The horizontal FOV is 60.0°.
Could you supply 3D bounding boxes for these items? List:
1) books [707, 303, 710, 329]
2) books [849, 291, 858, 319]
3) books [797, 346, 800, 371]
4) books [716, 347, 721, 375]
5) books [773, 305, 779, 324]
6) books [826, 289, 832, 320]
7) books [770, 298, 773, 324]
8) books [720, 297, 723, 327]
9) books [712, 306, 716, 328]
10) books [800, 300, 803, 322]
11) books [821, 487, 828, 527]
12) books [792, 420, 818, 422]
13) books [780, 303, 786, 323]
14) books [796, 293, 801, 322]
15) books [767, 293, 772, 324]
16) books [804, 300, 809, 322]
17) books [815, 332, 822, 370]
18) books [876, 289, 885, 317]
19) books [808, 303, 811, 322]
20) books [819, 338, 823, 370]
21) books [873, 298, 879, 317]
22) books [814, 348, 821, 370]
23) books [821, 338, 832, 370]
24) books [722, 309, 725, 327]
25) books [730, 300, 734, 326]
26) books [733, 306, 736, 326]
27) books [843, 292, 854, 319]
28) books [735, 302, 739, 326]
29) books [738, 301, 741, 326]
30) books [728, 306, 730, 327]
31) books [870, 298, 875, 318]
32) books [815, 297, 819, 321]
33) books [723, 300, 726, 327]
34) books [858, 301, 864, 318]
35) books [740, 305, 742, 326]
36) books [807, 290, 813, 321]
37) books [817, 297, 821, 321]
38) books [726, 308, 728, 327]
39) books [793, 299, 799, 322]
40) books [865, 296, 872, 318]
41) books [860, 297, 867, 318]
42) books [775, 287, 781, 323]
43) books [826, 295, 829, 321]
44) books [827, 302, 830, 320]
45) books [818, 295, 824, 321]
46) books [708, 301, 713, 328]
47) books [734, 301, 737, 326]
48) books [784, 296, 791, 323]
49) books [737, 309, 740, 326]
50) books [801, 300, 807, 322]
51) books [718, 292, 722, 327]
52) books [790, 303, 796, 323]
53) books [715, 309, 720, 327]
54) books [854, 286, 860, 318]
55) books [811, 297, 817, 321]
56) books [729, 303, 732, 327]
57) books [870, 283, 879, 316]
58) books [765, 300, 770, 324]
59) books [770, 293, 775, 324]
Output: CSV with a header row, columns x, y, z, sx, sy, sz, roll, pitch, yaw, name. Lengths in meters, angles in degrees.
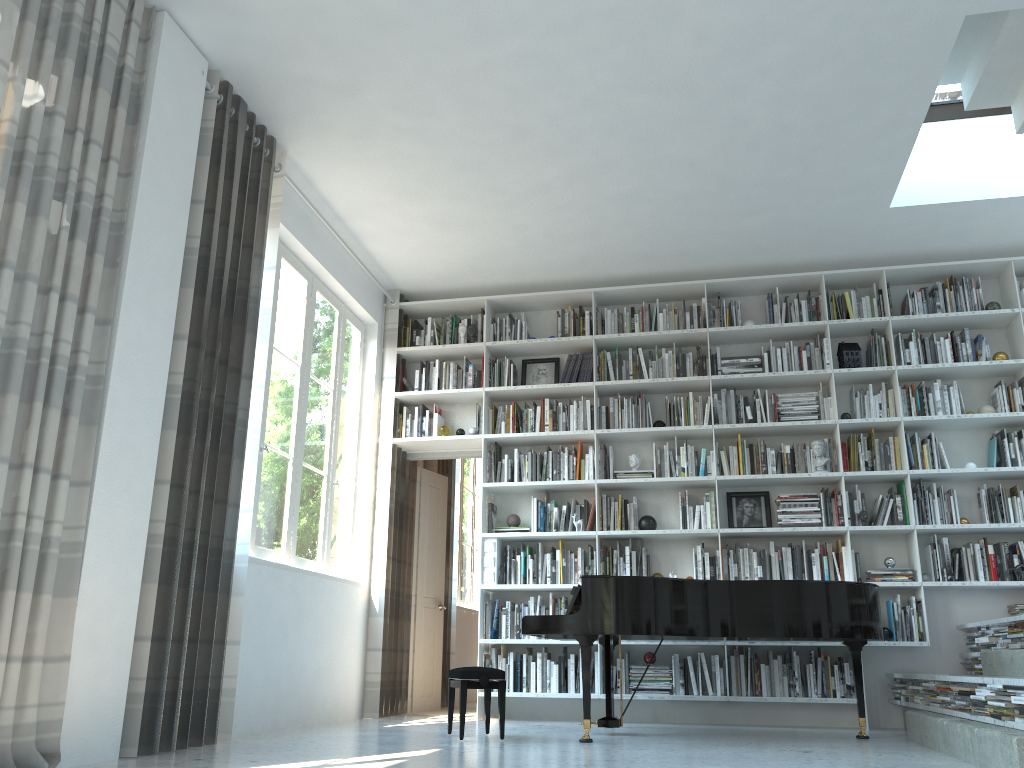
x,y,z,sx,sy,sz,roll,pitch,yaw,name
1.492,-0.466,6.737,0.012,0.253,0.161,-3,-17,12,books
2.513,-0.531,6.529,0.030,0.273,0.152,-3,-17,12,books
2.094,-0.141,6.506,0.011,0.238,0.140,-3,-17,12,books
1.538,-0.125,6.593,0.021,0.248,0.192,-3,-17,12,books
1.972,-0.470,6.634,0.031,0.208,0.147,-3,-17,12,books
2.343,-0.537,6.555,0.007,0.297,0.181,-3,-17,12,books
1.940,-0.497,6.645,0.011,0.266,0.129,-3,-17,12,books
1.589,-0.493,6.718,0.010,0.295,0.153,-3,-17,12,books
1.534,-0.456,6.724,0.023,0.227,0.157,-3,-17,12,books
2.139,-0.488,6.583,0.012,0.216,0.180,-3,-17,12,books
2.180,0.880,6.187,0.011,0.298,0.130,-3,-17,12,books
2.059,0.292,6.372,0.254,0.012,0.161,-4,-18,14,books
2.017,-0.479,6.608,0.050,0.210,0.173,-3,-17,12,books
2.127,-0.516,6.583,0.010,0.269,0.180,-3,-17,12,books
1.925,-0.513,6.636,0.014,0.291,0.176,-3,-17,12,books
2.187,-0.490,6.602,0.026,0.233,0.137,-3,-17,12,books
2.241,-0.198,6.478,0.012,0.333,0.156,-3,-17,12,books
2.680,-0.538,6.466,0.029,0.252,0.187,-3,-17,12,books
2.205,-0.479,6.588,0.014,0.203,0.135,-3,-17,12,books
2.255,-0.177,6.487,0.010,0.298,0.134,-3,-17,12,books
2.646,-0.503,6.480,0.022,0.193,0.182,-3,-18,12,books
2.218,-0.137,6.455,0.029,0.202,0.192,-3,-18,12,books
2.261,-0.172,6.397,0.037,0.236,0.273,-3,-18,12,books
1.601,-0.447,6.714,0.011,0.205,0.146,-3,-17,12,books
1.663,-0.483,6.696,0.013,0.263,0.147,-3,-17,12,books
1.676,-0.463,6.683,0.016,0.218,0.144,-3,-17,12,books
2.468,-0.525,6.515,0.054,0.254,0.191,-3,-17,12,books
1.699,-0.474,6.700,0.013,0.249,0.148,-3,-17,12,books
1.716,-0.483,6.680,0.011,0.255,0.144,-3,-17,12,books
1.645,-0.461,6.715,0.006,0.232,0.136,-3,-17,12,books
2.625,-0.504,6.493,0.025,0.203,0.162,-3,-17,12,books
2.257,-0.502,6.579,0.014,0.243,0.145,-3,-17,12,books
1.607,-0.484,6.695,0.011,0.264,0.164,-3,-17,12,books
2.544,-0.494,6.489,0.022,0.179,0.173,-3,-18,12,books
1.727,-0.468,6.694,0.004,0.235,0.138,-3,-17,12,books
2.217,-0.531,6.594,0.012,0.307,0.138,-3,-17,12,books
2.269,-0.503,6.567,0.014,0.238,0.153,-3,-17,12,books
1.626,-0.448,6.694,0.023,0.195,0.173,-3,-18,12,books
2.113,-0.495,6.595,0.023,0.235,0.154,-3,-17,12,books
2.593,-0.513,6.481,0.031,0.212,0.170,-3,-17,12,books
2.567,-0.505,6.489,0.024,0.201,0.180,-3,-18,12,books
1.987,-0.536,6.627,0.010,0.330,0.186,-3,-17,12,books
2.319,-0.528,6.553,0.008,0.277,0.171,-3,-17,12,books
2.335,-0.486,6.561,0.016,0.203,0.144,-3,-17,12,books
2.287,-0.511,6.572,0.022,0.256,0.137,-3,-17,12,books
1.507,-0.473,6.715,0.026,0.252,0.186,-3,-17,12,books
1.686,-0.481,6.684,0.005,0.254,0.168,-3,-17,12,books
2.059,-0.503,6.625,0.028,0.269,0.140,-3,-17,12,books
1.707,-0.447,6.679,0.010,0.186,0.153,-3,-17,12,books
2.153,-0.487,6.561,0.023,0.201,0.193,-3,-18,12,books
1.579,-0.512,6.732,0.014,0.340,0.145,-3,-17,12,books
2.084,-0.479,6.591,0.033,0.202,0.167,-3,-17,12,books
1.556,-0.446,6.702,0.026,0.194,0.167,-3,-17,12,books
2.529,-0.548,6.512,0.010,0.296,0.168,-3,-17,12,books
2.234,-0.504,6.573,0.028,0.243,0.161,-3,-17,12,books
1.652,-0.472,6.703,0.014,0.247,0.139,-3,-17,12,books
2.667,-0.563,6.512,0.012,0.328,0.129,-3,-17,12,books
1.916,-0.485,6.648,0.012,0.244,0.151,-3,-17,12,books
1.949,-0.514,6.639,0.011,0.295,0.158,-3,-17,12,books
